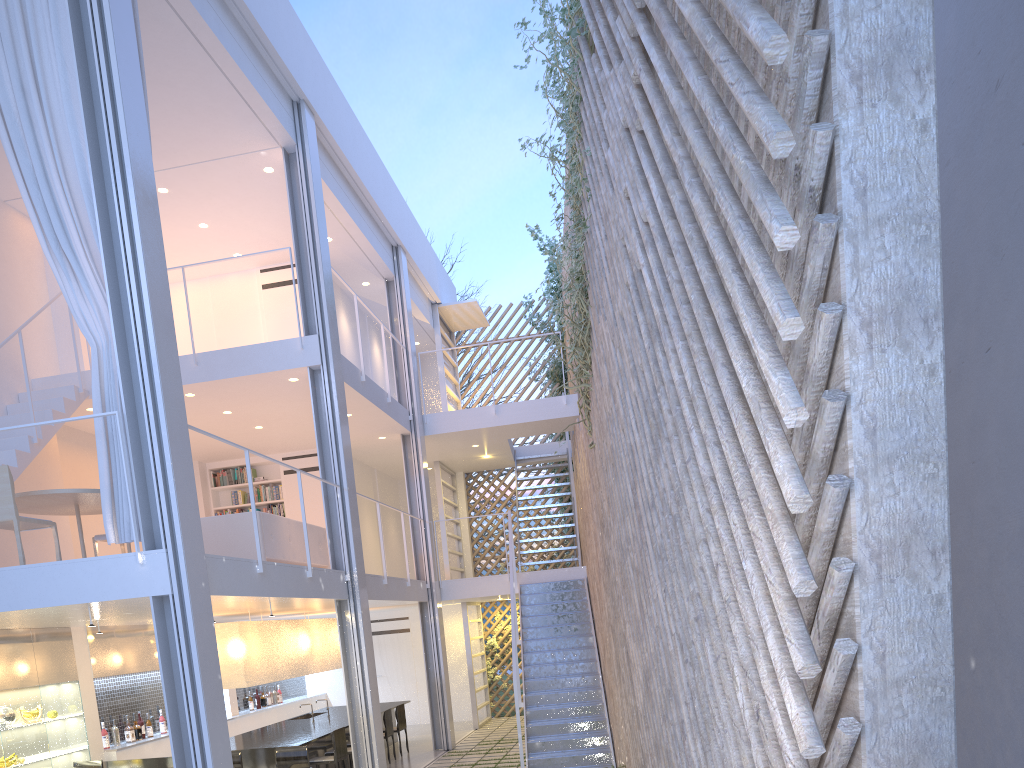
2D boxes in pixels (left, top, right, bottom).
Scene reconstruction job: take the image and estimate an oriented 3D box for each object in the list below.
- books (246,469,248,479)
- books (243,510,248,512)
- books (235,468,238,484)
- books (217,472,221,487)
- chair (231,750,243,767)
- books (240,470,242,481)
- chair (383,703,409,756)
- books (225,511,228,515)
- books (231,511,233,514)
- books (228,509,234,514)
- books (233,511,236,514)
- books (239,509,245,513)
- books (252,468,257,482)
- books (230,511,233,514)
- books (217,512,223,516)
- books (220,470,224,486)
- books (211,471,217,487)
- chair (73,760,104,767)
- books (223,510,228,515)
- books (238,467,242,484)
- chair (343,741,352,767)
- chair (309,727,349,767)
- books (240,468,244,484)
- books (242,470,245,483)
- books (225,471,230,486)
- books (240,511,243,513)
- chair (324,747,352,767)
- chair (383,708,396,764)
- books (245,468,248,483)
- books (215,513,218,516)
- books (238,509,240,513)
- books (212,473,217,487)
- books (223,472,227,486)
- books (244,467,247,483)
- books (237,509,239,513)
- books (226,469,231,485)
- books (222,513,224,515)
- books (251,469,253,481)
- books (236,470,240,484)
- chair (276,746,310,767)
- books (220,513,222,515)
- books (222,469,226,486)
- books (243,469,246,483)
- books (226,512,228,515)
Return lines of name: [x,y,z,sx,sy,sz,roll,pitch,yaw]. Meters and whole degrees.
books: [-2.206,0.783,6.942,0.015,0.123,0.093,-4,-2,8]
books: [-2.260,1.143,7.002,0.006,0.128,0.071,-4,1,8]
books: [-2.317,0.791,6.966,0.027,0.142,0.078,-4,1,8]
books: [-2.477,0.821,6.998,0.021,0.130,0.070,-4,1,8]
chair: [-1.666,2.323,4.695,0.193,0.435,0.236,-5,1,8]
books: [-2.270,0.796,6.958,0.006,0.119,0.081,-4,-1,8]
chair: [-1.011,2.863,6.792,0.242,0.436,0.187,-5,3,11]
books: [-2.416,1.157,7.024,0.015,0.141,0.078,-4,1,8]
books: [-2.362,1.154,7.007,0.007,0.127,0.096,-4,-2,8]
books: [-2.387,1.147,7.014,0.015,0.151,0.087,-4,1,8]
books: [-2.346,1.154,7.018,0.021,0.130,0.070,-4,1,8]
books: [-2.286,1.136,6.999,0.011,0.144,0.086,-4,0,8]
books: [-2.172,0.779,6.946,0.006,0.128,0.071,-4,1,8]
books: [-2.370,1.152,7.009,0.008,0.133,0.095,-4,-1,8]
books: [-2.482,1.165,7.030,0.015,0.141,0.088,-4,0,8]
books: [-2.442,0.807,6.983,0.011,0.144,0.086,-4,0,8]
books: [-2.525,0.820,6.996,0.015,0.141,0.088,-4,0,8]
chair: [-2.549,2.451,4.857,0.193,0.435,0.236,-5,1,8]
books: [-2.430,1.153,7.024,0.011,0.152,0.082,-4,1,8]
books: [-2.283,0.781,6.955,0.015,0.151,0.087,-4,1,8]
chair: [-1.137,2.685,6.131,0.241,0.436,0.188,-5,3,4]
chair: [-1.236,2.503,5.464,0.242,0.436,0.187,-5,3,10]
books: [-2.262,0.783,6.952,0.010,0.140,0.089,-4,0,8]
books: [-2.247,0.791,6.952,0.018,0.120,0.085,-4,-1,8]
books: [-2.397,0.807,6.972,0.007,0.127,0.096,-4,-2,8]
books: [-2.273,1.144,6.994,0.015,0.123,0.093,-4,-2,8]
chair: [-1.179,2.593,5.796,0.241,0.436,0.188,-5,3,7]
chair: [-1.067,2.773,6.460,0.241,0.436,0.188,-5,3,6]
books: [-2.219,0.779,6.942,0.008,0.133,0.095,-4,-1,8]
books: [-2.496,1.173,7.030,0.015,0.127,0.095,-4,-2,8]
books: [-2.296,1.138,7.001,0.008,0.144,0.083,-4,1,8]
books: [-2.514,0.827,6.992,0.006,0.122,0.095,-4,-2,8]
books: [-2.412,0.813,6.976,0.021,0.122,0.092,-4,-2,8]
books: [-2.228,0.776,6.945,0.009,0.144,0.090,-4,0,8]
books: [-2.305,1.138,7.000,0.009,0.144,0.090,-4,0,8]
books: [-2.382,0.799,6.974,0.025,0.144,0.083,-4,1,8]
books: [-2.444,1.168,7.022,0.006,0.122,0.095,-4,-2,8]
books: [-2.180,0.781,6.939,0.006,0.120,0.090,-4,-2,8]
books: [-2.297,0.795,6.959,0.015,0.125,0.089,-4,-1,8]
chair: [-1.262,2.266,4.628,0.193,0.435,0.236,-5,1,8]
books: [-2.457,1.170,7.026,0.021,0.122,0.092,-4,-2,8]
books: [-2.429,0.802,6.982,0.011,0.152,0.082,-4,1,8]
books: [-2.235,0.785,6.945,0.005,0.127,0.096,-4,-2,8]
books: [-2.401,1.161,7.018,0.015,0.125,0.089,-4,-1,8]
